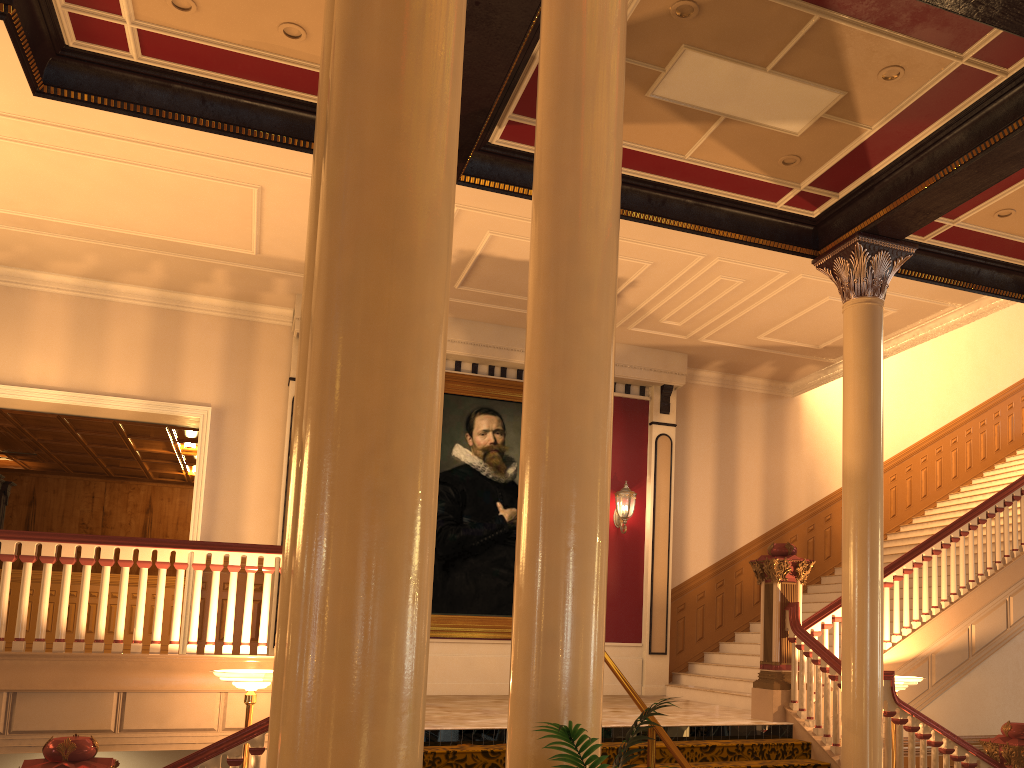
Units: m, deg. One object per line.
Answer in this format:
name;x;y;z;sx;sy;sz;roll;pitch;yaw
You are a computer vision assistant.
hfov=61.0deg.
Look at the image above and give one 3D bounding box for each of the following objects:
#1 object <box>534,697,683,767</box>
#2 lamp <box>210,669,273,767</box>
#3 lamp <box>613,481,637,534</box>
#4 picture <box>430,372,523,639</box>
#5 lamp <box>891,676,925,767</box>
object;0.292;1.944;2.370;1.124;2.109;1.015;7;-10;-29
lamp;-1.930;3.062;6.196;0.607;1.973;0.565;7;-9;-36
lamp;1.541;1.695;11.943;0.327;0.716;0.392;5;-9;-18
picture;-0.193;1.613;11.453;2.620;3.385;0.054;6;-7;-20
lamp;3.615;3.788;8.232;0.580;1.973;0.592;2;-7;0
